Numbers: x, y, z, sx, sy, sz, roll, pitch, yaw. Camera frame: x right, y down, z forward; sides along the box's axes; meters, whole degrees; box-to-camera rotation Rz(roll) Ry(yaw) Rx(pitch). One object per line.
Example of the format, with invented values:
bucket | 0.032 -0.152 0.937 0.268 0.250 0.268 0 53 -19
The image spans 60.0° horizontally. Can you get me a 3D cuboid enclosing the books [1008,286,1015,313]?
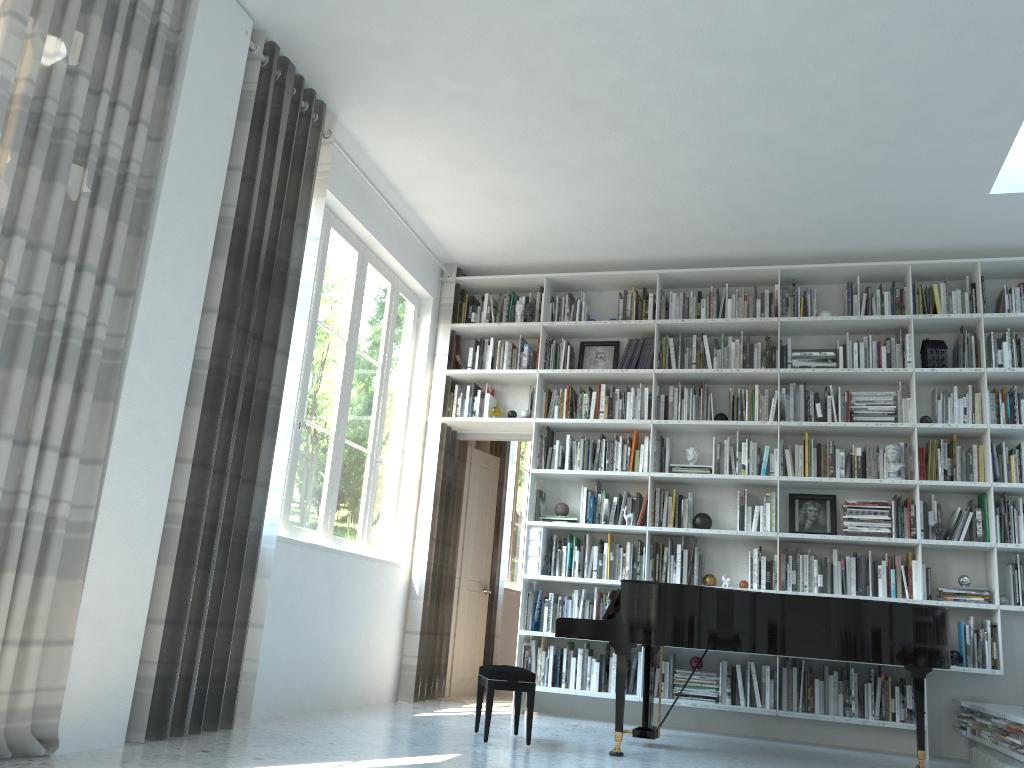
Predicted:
books | 3.299 -0.510 5.870 0.013 0.229 0.174 0 -16 17

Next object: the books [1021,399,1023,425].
books | 3.260 0.215 5.685 0.025 0.193 0.171 0 -16 17

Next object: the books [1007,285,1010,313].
books | 3.286 -0.517 5.900 0.012 0.254 0.134 0 -15 17

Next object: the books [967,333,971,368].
books | 3.025 -0.179 5.890 0.013 0.288 0.132 0 -15 17

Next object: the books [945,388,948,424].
books | 2.845 0.177 5.825 0.019 0.274 0.146 0 -15 17

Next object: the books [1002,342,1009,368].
books | 3.204 -0.149 5.789 0.026 0.207 0.181 0 -16 17

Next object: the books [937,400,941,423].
books | 2.788 0.216 5.813 0.028 0.185 0.182 0 -16 17

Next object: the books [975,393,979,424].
books | 2.998 0.194 5.750 0.028 0.229 0.177 0 -16 17

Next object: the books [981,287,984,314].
books | 3.116 -0.510 5.927 0.033 0.229 0.176 0 -16 17

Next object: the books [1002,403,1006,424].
books | 3.153 0.224 5.721 0.021 0.178 0.137 0 -16 17

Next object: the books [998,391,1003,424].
books | 3.136 0.187 5.723 0.014 0.247 0.177 0 -16 17

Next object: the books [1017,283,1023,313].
books | 3.361 -0.519 5.869 0.030 0.254 0.161 0 -15 17

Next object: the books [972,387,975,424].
books | 2.988 0.175 5.776 0.025 0.276 0.173 0 -15 17

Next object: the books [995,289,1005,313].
books | 3.231 -0.499 5.885 0.046 0.206 0.184 0 -16 17

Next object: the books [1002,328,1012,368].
books | 3.241 -0.193 5.802 0.014 0.306 0.153 0 -15 17

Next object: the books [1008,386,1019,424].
books | 3.219 0.169 5.694 0.014 0.279 0.178 0 -15 17

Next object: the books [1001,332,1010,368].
books | 3.229 -0.180 5.808 0.011 0.282 0.173 0 -15 17

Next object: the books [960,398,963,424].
books | 2.913 0.212 5.780 0.027 0.196 0.185 0 -16 17

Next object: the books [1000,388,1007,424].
books | 3.179 0.178 5.744 0.014 0.283 0.136 0 -15 17

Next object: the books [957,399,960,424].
books | 2.894 0.212 5.782 0.024 0.194 0.173 0 -16 17

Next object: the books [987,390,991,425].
books | 3.060 0.185 5.743 0.028 0.250 0.190 0 -16 17

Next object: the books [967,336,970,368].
books | 3.008 -0.170 5.863 0.005 0.254 0.159 0 -15 17

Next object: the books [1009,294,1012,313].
books | 3.291 -0.485 5.879 0.009 0.183 0.160 0 -16 17

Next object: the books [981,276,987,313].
books | 3.136 -0.548 5.923 0.019 0.303 0.176 0 -15 17

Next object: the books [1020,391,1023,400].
books | 3.281 0.187 5.694 0.011 0.256 0.131 0 -15 17

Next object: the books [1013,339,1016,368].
books | 3.262 -0.157 5.794 0.012 0.235 0.166 0 -16 17

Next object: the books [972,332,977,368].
books | 3.059 -0.183 5.873 0.005 0.291 0.131 0 -15 17

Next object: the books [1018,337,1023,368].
books | 3.308 -0.162 5.771 0.027 0.240 0.160 0 -16 17

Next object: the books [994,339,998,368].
books | 3.169 -0.157 5.828 0.012 0.239 0.139 0 -15 17

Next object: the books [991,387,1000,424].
books | 3.128 0.177 5.746 0.014 0.277 0.154 0 -15 17

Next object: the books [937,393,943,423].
books | 2.814 0.195 5.834 0.024 0.242 0.159 0 -16 17

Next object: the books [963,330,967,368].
books | 2.985 -0.189 5.865 0.021 0.287 0.179 0 -15 17

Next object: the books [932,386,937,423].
books | 2.786 0.174 5.849 0.018 0.284 0.160 0 -15 17

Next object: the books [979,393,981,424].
books | 3.021 0.194 5.760 0.026 0.237 0.173 0 -16 17

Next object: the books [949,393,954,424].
books | 2.867 0.195 5.807 0.023 0.235 0.179 0 -16 17

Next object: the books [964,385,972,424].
books | 2.974 0.168 5.785 0.028 0.292 0.155 0 -15 17

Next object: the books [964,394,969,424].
books | 2.955 0.196 5.780 0.024 0.233 0.150 0 -16 17

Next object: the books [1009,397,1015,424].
books | 3.203 0.206 5.710 0.026 0.215 0.162 0 -16 17

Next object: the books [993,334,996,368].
books | 3.161 -0.175 5.842 0.011 0.279 0.134 0 -15 17

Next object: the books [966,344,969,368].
books | 3.000 -0.146 5.869 0.013 0.210 0.140 0 -16 17

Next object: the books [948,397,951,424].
books | 2.853 0.210 5.812 0.023 0.206 0.171 0 -16 17

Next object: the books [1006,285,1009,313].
books | 3.272 -0.514 5.894 0.011 0.243 0.173 0 -16 17

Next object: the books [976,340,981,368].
books | 3.053 -0.154 5.829 0.008 0.213 0.224 0 -16 17

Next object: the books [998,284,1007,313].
books | 3.260 -0.516 5.888 0.009 0.243 0.173 0 -16 17

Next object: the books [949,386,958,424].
books | 2.879 0.170 5.787 0.028 0.274 0.187 0 -16 17

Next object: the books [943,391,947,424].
books | 2.830 0.190 5.825 0.028 0.249 0.165 0 -16 17

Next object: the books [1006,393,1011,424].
books | 3.184 0.195 5.716 0.013 0.235 0.158 0 -16 17

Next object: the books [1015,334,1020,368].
books | 3.297 -0.173 5.803 0.012 0.276 0.133 0 -15 17

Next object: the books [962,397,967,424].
books | 2.934 0.205 5.776 0.029 0.210 0.158 0 -16 17

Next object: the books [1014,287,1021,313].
books | 3.332 -0.505 5.874 0.028 0.225 0.164 0 -16 17

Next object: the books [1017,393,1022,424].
books | 3.237 0.192 5.689 0.022 0.236 0.165 0 -16 17

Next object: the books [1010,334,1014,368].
books | 3.251 -0.175 5.793 0.010 0.268 0.166 0 -15 17

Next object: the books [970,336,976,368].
books | 3.025 -0.171 5.842 0.013 0.247 0.187 0 -16 17

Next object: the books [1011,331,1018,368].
books | 3.280 -0.184 5.804 0.021 0.295 0.139 0 -15 17

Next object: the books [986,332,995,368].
books | 3.145 -0.183 5.827 0.012 0.284 0.160 0 -15 17

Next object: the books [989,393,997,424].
books | 3.107 0.196 5.752 0.030 0.241 0.138 0 -15 17

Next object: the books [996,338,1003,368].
books | 3.185 -0.161 5.817 0.026 0.242 0.148 0 -15 17
